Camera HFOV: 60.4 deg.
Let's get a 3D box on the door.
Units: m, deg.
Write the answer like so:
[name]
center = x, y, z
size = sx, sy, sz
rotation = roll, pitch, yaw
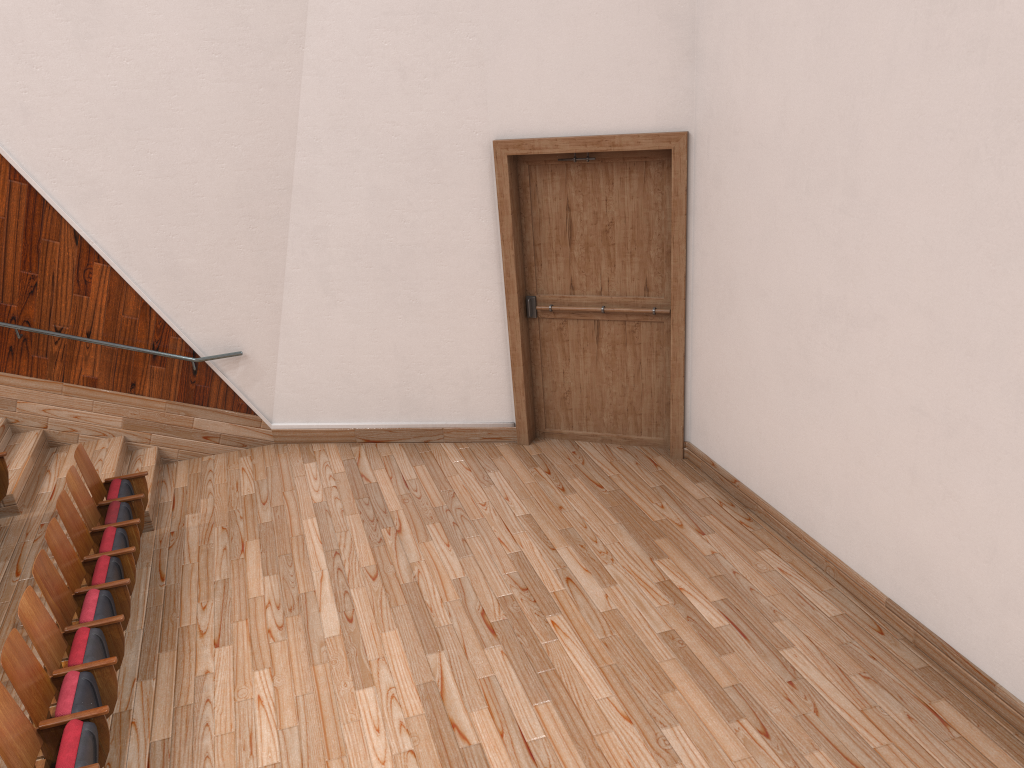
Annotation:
[door]
center = 0.064, -0.061, 0.668
size = 0.139, 0.252, 0.023
rotation = 5, 27, 21
